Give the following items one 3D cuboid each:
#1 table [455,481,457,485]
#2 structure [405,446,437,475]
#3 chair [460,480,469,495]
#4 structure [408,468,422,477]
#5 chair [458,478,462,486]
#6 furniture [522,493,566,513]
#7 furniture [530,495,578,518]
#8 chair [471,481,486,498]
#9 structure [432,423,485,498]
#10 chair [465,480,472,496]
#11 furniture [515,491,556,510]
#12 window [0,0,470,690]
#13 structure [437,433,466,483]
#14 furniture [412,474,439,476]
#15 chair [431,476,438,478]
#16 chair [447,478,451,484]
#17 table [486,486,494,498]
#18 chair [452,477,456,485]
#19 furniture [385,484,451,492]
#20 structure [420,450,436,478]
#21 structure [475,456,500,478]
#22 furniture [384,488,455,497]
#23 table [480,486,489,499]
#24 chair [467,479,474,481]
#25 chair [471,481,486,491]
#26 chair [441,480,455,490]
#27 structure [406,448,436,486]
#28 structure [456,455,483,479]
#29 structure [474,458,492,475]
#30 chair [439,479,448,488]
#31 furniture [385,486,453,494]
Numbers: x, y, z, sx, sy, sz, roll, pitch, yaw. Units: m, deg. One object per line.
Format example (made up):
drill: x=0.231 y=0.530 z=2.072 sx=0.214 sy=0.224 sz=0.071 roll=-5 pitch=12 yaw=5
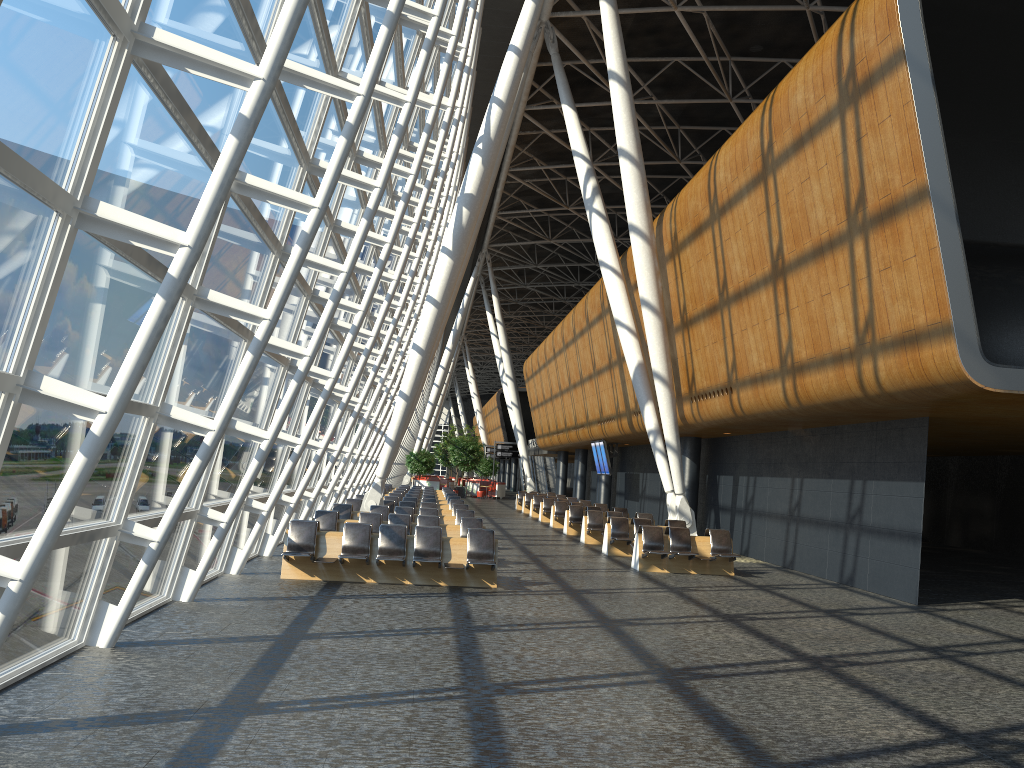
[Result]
table: x=-4.345 y=7.842 z=67.822 sx=0.800 sy=0.750 sz=0.799 roll=4 pitch=-3 yaw=-19
structure: x=-5.755 y=5.396 z=54.935 sx=1.924 sy=2.968 sz=1.861 roll=4 pitch=-1 yaw=-31
chair: x=-2.934 y=6.786 z=57.580 sx=0.659 sy=1.010 sz=0.625 roll=2 pitch=-1 yaw=30
structure: x=-6.604 y=6.163 z=62.445 sx=1.800 sy=2.813 sz=1.763 roll=2 pitch=-2 yaw=42
chair: x=-3.634 y=7.479 z=65.041 sx=0.659 sy=1.010 sz=0.625 roll=2 pitch=-1 yaw=30
furniture: x=1.422 y=5.215 z=38.327 sx=1.897 sy=0.868 sz=1.664 roll=4 pitch=-4 yaw=-5
furniture: x=1.702 y=4.938 z=35.340 sx=1.897 sy=0.868 sz=1.664 roll=4 pitch=-4 yaw=-5
chair: x=-2.041 y=6.511 z=54.264 sx=0.621 sy=1.010 sz=0.663 roll=2 pitch=-2 yaw=40
structure: x=-3.545 y=4.795 z=55.580 sx=3.097 sy=4.532 sz=5.810 roll=3 pitch=-3 yaw=-13
chair: x=-2.549 y=6.698 z=56.464 sx=0.621 sy=1.010 sz=0.663 roll=3 pitch=-1 yaw=30
furniture: x=1.142 y=5.492 z=41.313 sx=1.897 sy=0.868 sz=1.664 roll=4 pitch=-4 yaw=-5
window: x=-8.511 y=2.133 z=79.973 sx=3.722 sy=14.012 sz=166.684 roll=3 pitch=-6 yaw=-5
structure: x=-4.603 y=6.298 z=71.510 sx=3.088 sy=4.532 sz=5.767 roll=3 pitch=-3 yaw=17
furniture: x=-9.170 y=9.859 z=91.695 sx=3.252 sy=0.868 sz=1.664 roll=4 pitch=-4 yaw=-5
chair: x=-6.283 y=7.744 z=69.242 sx=0.625 sy=1.010 sz=0.659 roll=4 pitch=-2 yaw=-40
chair: x=-4.638 y=7.031 z=61.043 sx=0.659 sy=1.010 sz=0.624 roll=3 pitch=-1 yaw=20
table: x=-1.570 y=6.725 z=54.860 sx=0.797 sy=0.750 sz=0.802 roll=3 pitch=-3 yaw=11
chair: x=-4.299 y=7.818 z=68.883 sx=0.662 sy=1.010 sz=0.622 roll=4 pitch=-1 yaw=-20
furniture: x=-4.376 y=5.113 z=40.557 sx=3.252 sy=0.868 sz=1.664 roll=4 pitch=-4 yaw=-5
structure: x=-6.062 y=5.852 z=59.164 sx=1.828 sy=2.851 sz=1.789 roll=2 pitch=-2 yaw=42
structure: x=-1.803 y=6.568 z=63.699 sx=1.776 sy=2.779 sz=1.739 roll=2 pitch=-2 yaw=42
furniture: x=-3.816 y=4.559 z=34.584 sx=3.252 sy=0.868 sz=1.664 roll=4 pitch=-4 yaw=-5
table: x=-1.551 y=6.576 z=53.326 sx=0.797 sy=0.750 sz=0.802 roll=3 pitch=-3 yaw=11
chair: x=-2.740 y=7.203 z=61.725 sx=0.621 sy=1.010 sz=0.663 roll=2 pitch=-2 yaw=40
chair: x=-2.093 y=6.617 z=55.376 sx=0.659 sy=1.010 sz=0.625 roll=2 pitch=-2 yaw=40
chair: x=-3.938 y=6.339 z=53.581 sx=0.659 sy=1.010 sz=0.624 roll=3 pitch=-1 yaw=20
structure: x=-5.400 y=5.228 z=52.054 sx=1.776 sy=2.779 sz=1.739 roll=2 pitch=-2 yaw=42
structure: x=-3.290 y=6.471 z=67.103 sx=2.277 sy=3.476 sz=2.223 roll=3 pitch=-1 yaw=7
structure: x=-2.447 y=7.442 z=74.088 sx=1.930 sy=2.995 sz=1.890 roll=2 pitch=-2 yaw=42
chair: x=-4.416 y=6.439 z=54.871 sx=0.621 sy=1.010 sz=0.663 roll=3 pitch=-1 yaw=20
furniture: x=-4.096 y=4.836 z=37.570 sx=3.252 sy=0.868 sz=1.664 roll=4 pitch=-4 yaw=-5
